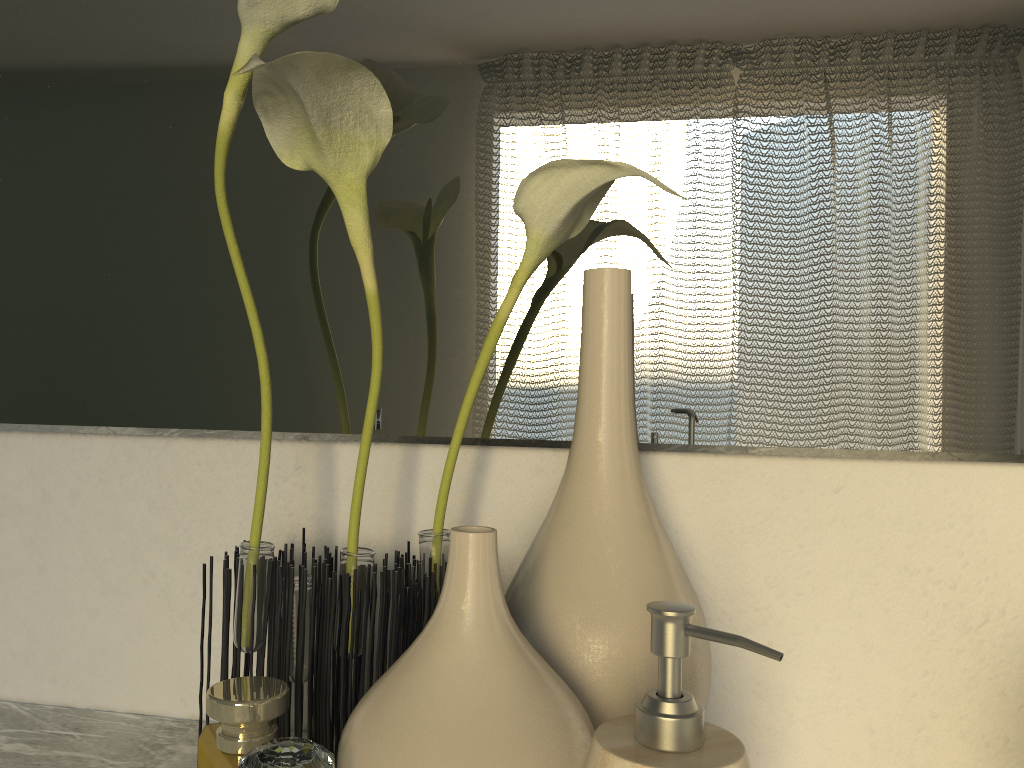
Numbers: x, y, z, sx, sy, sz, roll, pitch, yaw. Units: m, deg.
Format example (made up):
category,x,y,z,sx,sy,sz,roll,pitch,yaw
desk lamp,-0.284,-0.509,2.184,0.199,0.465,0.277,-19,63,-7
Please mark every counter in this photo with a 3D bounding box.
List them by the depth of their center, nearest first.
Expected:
category,x,y,z,sx,sy,sz,roll,pitch,yaw
counter,-0.148,0.285,0.309,2.280,0.101,0.582,1,-1,11

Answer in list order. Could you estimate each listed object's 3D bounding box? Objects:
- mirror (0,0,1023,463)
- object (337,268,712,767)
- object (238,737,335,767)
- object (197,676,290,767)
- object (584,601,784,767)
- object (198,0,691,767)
category,x,y,z,sx,sy,sz,roll,pitch,yaw
mirror,-0.544,-0.546,0.687,4.117,1.152,0.017,1,0,11
object,0.016,0.088,0.447,0.123,0.305,0.234,1,-1,36
object,-0.091,0.189,0.353,0.058,0.090,0.038,1,-1,20
object,-0.126,0.190,0.420,0.038,0.092,0.067,1,-1,-31
object,0.057,0.160,0.323,0.070,0.158,0.071,1,0,-7
object,-0.055,-0.013,0.495,0.241,0.504,0.190,1,0,-12
